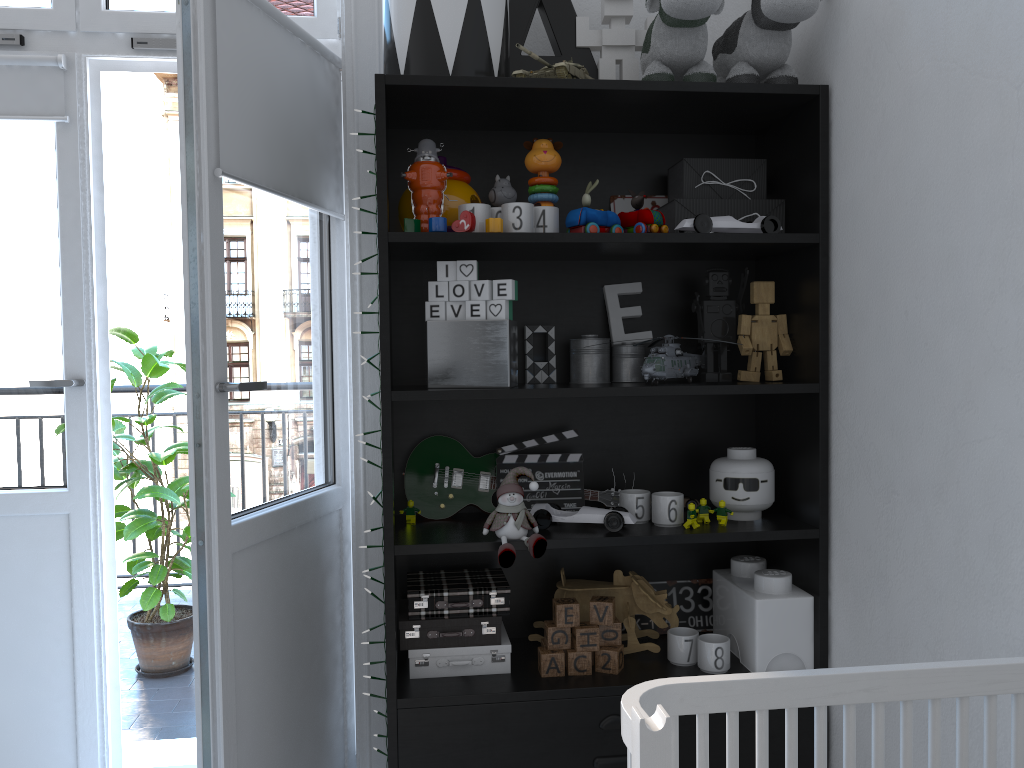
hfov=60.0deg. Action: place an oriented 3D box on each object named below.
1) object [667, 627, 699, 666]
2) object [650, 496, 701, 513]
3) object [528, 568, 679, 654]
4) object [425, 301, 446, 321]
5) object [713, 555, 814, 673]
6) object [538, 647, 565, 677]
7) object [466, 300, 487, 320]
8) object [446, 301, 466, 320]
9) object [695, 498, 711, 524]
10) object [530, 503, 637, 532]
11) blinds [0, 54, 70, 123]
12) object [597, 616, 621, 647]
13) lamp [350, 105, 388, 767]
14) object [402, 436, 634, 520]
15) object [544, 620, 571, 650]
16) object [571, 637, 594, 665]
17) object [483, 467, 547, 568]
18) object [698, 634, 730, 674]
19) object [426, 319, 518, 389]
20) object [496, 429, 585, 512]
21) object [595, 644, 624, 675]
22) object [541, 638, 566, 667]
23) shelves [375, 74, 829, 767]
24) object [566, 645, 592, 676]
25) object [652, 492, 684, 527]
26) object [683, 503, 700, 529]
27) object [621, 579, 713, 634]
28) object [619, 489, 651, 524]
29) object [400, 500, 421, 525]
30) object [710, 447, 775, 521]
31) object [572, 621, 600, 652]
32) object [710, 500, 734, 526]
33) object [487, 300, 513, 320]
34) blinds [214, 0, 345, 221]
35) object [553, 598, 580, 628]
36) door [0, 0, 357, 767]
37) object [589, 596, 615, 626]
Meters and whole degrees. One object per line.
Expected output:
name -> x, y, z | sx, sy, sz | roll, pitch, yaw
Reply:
object -> 0.372, 0.571, 1.927 | 0.067, 0.067, 0.067 | -1, 2, 7
object -> 0.359, 0.279, 2.061 | 0.163, 0.034, 0.069 | -1, 2, -7
object -> 0.210, 0.514, 2.019 | 0.337, 0.186, 0.111 | 0, 2, 8
object -> -0.153, -0.147, 1.809 | 0.040, 0.040, 0.040 | 0, 2, 8
object -> 0.552, 0.501, 1.972 | 0.132, 0.199, 0.267 | -1, 2, -7
object -> 0.083, 0.586, 1.871 | 0.050, 0.050, 0.050 | -1, 2, -7
object -> -0.071, -0.148, 1.797 | 0.040, 0.040, 0.040 | 0, 2, 8
object -> -0.113, -0.148, 1.811 | 0.040, 0.040, 0.040 | -1, 2, -2
object -> 0.411, 0.273, 1.909 | 0.042, 0.054, 0.031 | -1, 2, -7
object -> 0.149, 0.281, 1.885 | 0.230, 0.048, 0.098 | 0, 2, 18
blinds -> -1.331, -0.693, 2.058 | 0.565, 0.158, 0.032 | -1, 2, -7
object -> 0.206, 0.533, 1.912 | 0.050, 0.050, 0.050 | -1, 2, -7
lamp -> 0.148, 0.230, 2.000 | 0.985, 1.685, 0.095 | -1, 2, -9
object -> 0.021, 0.235, 2.045 | 0.542, 0.239, 0.093 | -1, 2, -6
object -> 0.097, 0.535, 1.891 | 0.050, 0.050, 0.050 | -1, 2, -7
object -> 0.149, 0.583, 1.934 | 0.050, 0.050, 0.050 | -1, 2, -7
object -> 0.007, 0.260, 1.749 | 0.110, 0.186, 0.129 | -2, 2, -20
object -> 0.427, 0.572, 1.878 | 0.067, 0.067, 0.067 | -1, 2, 7
object -> -0.080, -0.061, 1.838 | 0.170, 0.138, 0.124 | 0, 2, 8
object -> 0.064, 0.204, 2.022 | 0.201, 0.199, 0.048 | -1, 2, -7
object -> 0.207, 0.583, 1.887 | 0.050, 0.050, 0.050 | 0, 2, 23
object -> 0.091, 0.584, 1.928 | 0.050, 0.050, 0.050 | -1, 2, -7
shelves -> 0.182, 0.234, 1.940 | 0.911, 1.678, 0.353 | -1, 2, -7
object -> 0.141, 0.585, 1.878 | 0.050, 0.050, 0.050 | -1, 2, -2
object -> 0.333, 0.268, 1.899 | 0.067, 0.067, 0.067 | -1, 2, 7
object -> 0.376, 0.276, 1.851 | 0.031, 0.054, 0.042 | 1, 3, 43
object -> 0.351, 0.536, 2.126 | 0.347, 0.120, 0.034 | -1, 2, -7
object -> 0.269, 0.268, 1.938 | 0.067, 0.067, 0.067 | -1, 2, 7
object -> -0.222, 0.281, 1.939 | 0.042, 0.054, 0.031 | -1, 2, 3
object -> 0.511, 0.222, 1.970 | 0.139, 0.162, 0.139 | -2, 3, -32
object -> 0.156, 0.535, 1.878 | 0.050, 0.050, 0.050 | -1, 2, -7
object -> 0.445, 0.274, 1.883 | 0.042, 0.054, 0.031 | 1, 3, 38
object -> -0.025, -0.148, 1.791 | 0.040, 0.040, 0.040 | 0, 2, 23
blinds -> -0.471, -0.583, 1.883 | 0.032, 0.390, 0.565 | 0, 2, 13
object -> 0.115, 0.485, 1.884 | 0.050, 0.050, 0.050 | -1, 2, -7
door -> -0.998, 0.113, 1.902 | 1.264, 1.839, 0.636 | -1, 2, -5
object -> 0.194, 0.484, 1.895 | 0.050, 0.050, 0.050 | 0, 2, 13
